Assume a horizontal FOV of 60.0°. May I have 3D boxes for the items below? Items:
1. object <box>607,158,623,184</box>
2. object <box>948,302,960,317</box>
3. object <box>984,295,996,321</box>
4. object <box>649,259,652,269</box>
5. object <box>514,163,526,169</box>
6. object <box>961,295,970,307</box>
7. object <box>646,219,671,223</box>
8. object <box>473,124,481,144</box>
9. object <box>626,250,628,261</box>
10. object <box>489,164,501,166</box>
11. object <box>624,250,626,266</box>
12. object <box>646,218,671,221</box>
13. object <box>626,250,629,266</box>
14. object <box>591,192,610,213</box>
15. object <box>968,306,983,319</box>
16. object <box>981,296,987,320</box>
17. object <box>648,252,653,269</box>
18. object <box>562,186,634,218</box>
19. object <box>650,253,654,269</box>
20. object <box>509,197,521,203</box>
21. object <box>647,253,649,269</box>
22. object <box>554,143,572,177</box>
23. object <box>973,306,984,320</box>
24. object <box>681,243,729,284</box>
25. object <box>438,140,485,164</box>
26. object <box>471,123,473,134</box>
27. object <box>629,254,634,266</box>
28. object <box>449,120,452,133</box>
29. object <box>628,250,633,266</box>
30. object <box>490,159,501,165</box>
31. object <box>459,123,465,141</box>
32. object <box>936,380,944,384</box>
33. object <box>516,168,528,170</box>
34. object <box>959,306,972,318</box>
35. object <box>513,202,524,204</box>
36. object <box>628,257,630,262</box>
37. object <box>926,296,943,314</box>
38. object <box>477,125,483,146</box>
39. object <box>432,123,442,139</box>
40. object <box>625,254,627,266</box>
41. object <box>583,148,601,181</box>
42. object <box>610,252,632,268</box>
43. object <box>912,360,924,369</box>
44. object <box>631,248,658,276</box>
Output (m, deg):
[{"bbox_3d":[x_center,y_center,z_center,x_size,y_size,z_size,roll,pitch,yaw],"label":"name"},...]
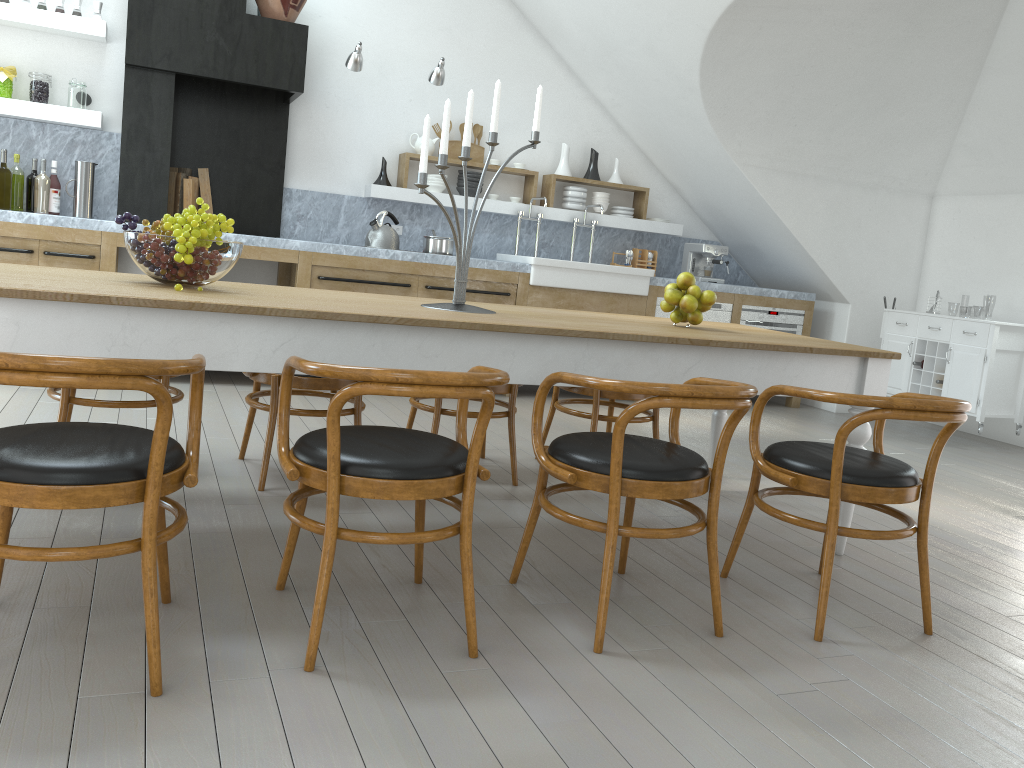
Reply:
[{"bbox_3d":[0.873,-1.779,7.418,0.156,0.218,0.156,0,9,-41],"label":"object"},{"bbox_3d":[3.272,-0.551,6.575,0.081,0.105,0.082,5,7,-10],"label":"object"},{"bbox_3d":[3.458,-0.550,6.416,0.063,0.186,0.063,1,8,-37],"label":"object"},{"bbox_3d":[1.182,-1.024,7.580,0.018,0.195,0.020,6,6,-1],"label":"object"},{"bbox_3d":[0.059,-1.736,7.085,0.098,0.048,0.099,2,9,-25],"label":"object"},{"bbox_3d":[3.356,-0.574,6.577,0.048,0.169,0.048,1,8,-35],"label":"object"},{"bbox_3d":[1.257,-1.394,7.622,0.213,0.025,0.214,0,10,-35],"label":"object"},{"bbox_3d":[-0.291,-1.881,6.926,0.067,0.297,0.039,3,7,-23],"label":"object"},{"bbox_3d":[0.966,-1.035,7.495,0.018,0.195,0.020,4,7,-13],"label":"object"},{"bbox_3d":[-0.141,-1.722,7.005,0.164,0.012,0.164,5,8,-5],"label":"object"},{"bbox_3d":[0.960,-1.034,7.486,0.022,0.195,0.019,2,8,-35],"label":"object"},{"bbox_3d":[1.258,-1.403,7.621,0.213,0.025,0.214,0,10,-35],"label":"object"},{"bbox_3d":[0.972,-1.040,7.510,0.040,0.192,0.042,8,7,14],"label":"object"},{"bbox_3d":[0.732,-1.504,7.350,0.158,0.159,0.154,7,7,5],"label":"object"},{"bbox_3d":[3.420,-0.525,6.550,0.093,0.093,0.095,1,9,-35],"label":"object"},{"bbox_3d":[3.465,-0.554,6.480,0.054,0.178,0.054,12,9,44],"label":"object"},{"bbox_3d":[1.174,-1.026,7.566,0.040,0.192,0.042,9,7,27],"label":"object"},{"bbox_3d":[0.722,-1.506,7.372,0.656,0.195,0.198,3,8,-23],"label":"object"},{"bbox_3d":[1.190,-1.025,7.587,0.022,0.195,0.019,3,7,-22],"label":"object"},{"bbox_3d":[0.025,-1.472,7.113,0.098,0.048,0.099,2,9,-25],"label":"object"},{"bbox_3d":[1.169,-1.028,7.595,0.018,0.195,0.023,4,7,-15],"label":"object"},{"bbox_3d":[0.429,-1.823,7.221,0.156,0.267,0.156,1,8,-34],"label":"object"},{"bbox_3d":[3.395,-0.518,6.462,0.071,0.098,0.071,6,7,0],"label":"object"},{"bbox_3d":[1.674,-1.011,7.470,0.324,0.319,0.388,3,8,-23],"label":"object"},{"bbox_3d":[-0.392,-1.809,6.903,0.353,0.157,0.084,3,8,-23],"label":"object"},{"bbox_3d":[-0.349,-1.884,6.899,0.057,0.298,0.019,3,7,-23],"label":"object"},{"bbox_3d":[0.998,-1.020,7.478,0.019,0.178,0.044,1,8,-38],"label":"object"},{"bbox_3d":[-0.497,-1.895,6.858,0.055,0.298,0.028,3,7,-23],"label":"object"},{"bbox_3d":[0.991,-1.031,7.465,0.040,0.192,0.042,8,7,13],"label":"object"},{"bbox_3d":[-0.139,-1.745,7.002,0.098,0.048,0.099,2,9,-25],"label":"object"},{"bbox_3d":[-0.387,-1.889,6.904,0.061,0.298,0.040,3,7,-25],"label":"object"},{"bbox_3d":[3.272,-0.007,6.586,0.316,0.082,0.082,3,8,-23],"label":"object"},{"bbox_3d":[0.056,-1.713,7.088,0.164,0.012,0.164,5,8,-5],"label":"object"},{"bbox_3d":[3.334,-0.526,6.518,0.077,0.085,0.077,1,9,-35],"label":"object"},{"bbox_3d":[0.022,-1.449,7.115,0.164,0.012,0.164,5,8,-5],"label":"object"},{"bbox_3d":[0.982,-1.031,7.482,0.018,0.195,0.023,3,7,-28],"label":"object"},{"bbox_3d":[3.343,-0.619,7.019,0.067,0.137,0.102,3,8,-23],"label":"object"},{"bbox_3d":[-0.263,-1.882,6.957,0.057,0.293,0.030,3,7,-23],"label":"object"},{"bbox_3d":[-0.532,-1.878,6.843,0.199,0.258,0.016,4,7,-12],"label":"object"},{"bbox_3d":[0.961,-1.022,7.467,0.020,0.178,0.044,10,8,32],"label":"object"},{"bbox_3d":[0.672,-1.812,7.320,0.156,0.267,0.157,4,7,-19],"label":"object"},{"bbox_3d":[0.925,-1.024,7.494,0.173,0.171,0.100,3,7,-21],"label":"object"},{"bbox_3d":[3.173,-0.144,6.742,0.317,0.084,0.082,3,8,-22],"label":"object"},{"bbox_3d":[1.128,-1.042,7.587,0.200,0.222,0.104,3,7,-23],"label":"object"}]
